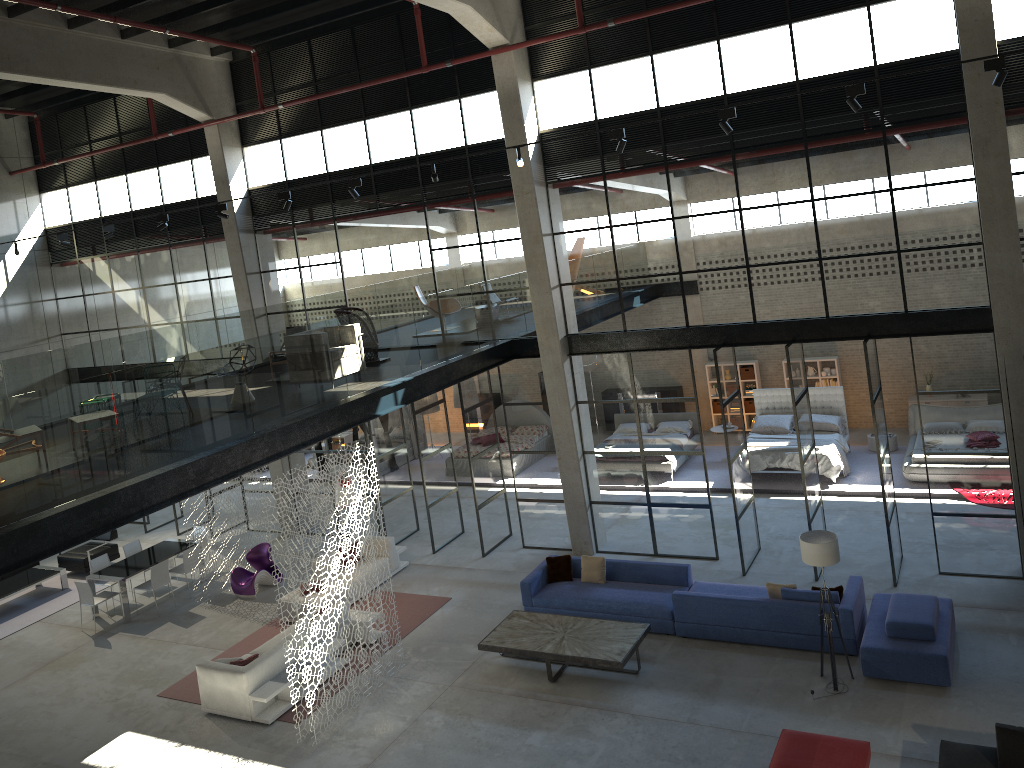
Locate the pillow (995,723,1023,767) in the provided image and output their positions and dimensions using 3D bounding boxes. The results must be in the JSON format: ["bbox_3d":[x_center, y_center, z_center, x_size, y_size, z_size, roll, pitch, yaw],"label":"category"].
[{"bbox_3d":[5.039,3.281,7.456,0.751,0.415,1.584,-13,11,-31],"label":"pillow"}]

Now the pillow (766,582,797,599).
[{"bbox_3d":[3.557,2.774,11.491,0.399,0.379,0.210,-4,5,30],"label":"pillow"}]

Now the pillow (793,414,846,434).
[{"bbox_3d":[6.450,0.803,18.410,0.973,0.289,0.705,-2,11,31],"label":"pillow"}]

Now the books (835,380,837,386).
[{"bbox_3d":[7.575,0.056,20.477,0.022,0.273,0.257,-7,6,30],"label":"books"}]

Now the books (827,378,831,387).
[{"bbox_3d":[7.445,0.027,20.555,0.055,0.339,0.257,-7,5,30],"label":"books"}]

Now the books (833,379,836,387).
[{"bbox_3d":[7.557,0.048,20.496,0.027,0.286,0.257,-7,5,30],"label":"books"}]

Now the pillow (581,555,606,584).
[{"bbox_3d":[1.224,2.792,13.193,0.399,0.379,0.210,-4,5,30],"label":"pillow"}]

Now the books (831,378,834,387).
[{"bbox_3d":[7.511,0.030,20.519,0.036,0.330,0.257,-7,5,30],"label":"books"}]

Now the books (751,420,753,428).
[{"bbox_3d":[5.919,0.961,21.566,0.076,0.198,0.151,-6,5,29],"label":"books"}]

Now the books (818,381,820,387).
[{"bbox_3d":[7.239,0.075,20.625,0.052,0.275,0.189,-7,5,30],"label":"books"}]

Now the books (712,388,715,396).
[{"bbox_3d":[5.050,0.187,21.883,0.030,0.214,0.178,-7,5,30],"label":"books"}]

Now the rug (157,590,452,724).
[{"bbox_3d":[-2.978,3.925,13.266,2.632,0.020,3.699,-2,12,29],"label":"rug"}]

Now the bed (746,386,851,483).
[{"bbox_3d":[5.749,1.033,18.095,2.205,1.407,2.360,-4,9,28],"label":"bed"}]

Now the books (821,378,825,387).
[{"bbox_3d":[7.342,0.036,20.613,0.068,0.333,0.257,-7,5,29],"label":"books"}]

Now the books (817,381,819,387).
[{"bbox_3d":[7.205,0.083,20.642,0.060,0.264,0.189,-7,5,30],"label":"books"}]

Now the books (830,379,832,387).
[{"bbox_3d":[7.486,0.035,20.534,0.020,0.317,0.257,-7,5,30],"label":"books"}]

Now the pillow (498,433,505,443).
[{"bbox_3d":[-0.606,1.354,21.382,0.874,0.211,0.641,-7,9,8],"label":"pillow"}]

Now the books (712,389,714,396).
[{"bbox_3d":[5.035,0.205,21.893,0.011,0.181,0.145,-7,5,30],"label":"books"}]

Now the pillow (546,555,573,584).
[{"bbox_3d":[0.729,2.825,13.419,0.397,0.369,0.263,-7,5,8],"label":"pillow"}]

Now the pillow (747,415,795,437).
[{"bbox_3d":[5.596,0.887,18.772,1.020,0.371,0.678,-2,10,32],"label":"pillow"}]

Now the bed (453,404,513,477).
[{"bbox_3d":[-0.311,1.297,21.649,2.018,1.270,2.385,-4,9,29],"label":"bed"}]

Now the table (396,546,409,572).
[{"bbox_3d":[-2.343,3.164,15.953,0.896,0.367,0.305,-3,7,29],"label":"table"}]

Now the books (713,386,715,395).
[{"bbox_3d":[5.063,0.165,21.873,0.033,0.260,0.178,-7,5,30],"label":"books"}]

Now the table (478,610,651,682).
[{"bbox_3d":[0.709,3.507,11.611,2.052,0.396,1.046,-2,11,29],"label":"table"}]

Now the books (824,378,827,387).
[{"bbox_3d":[7.382,0.034,20.590,0.058,0.332,0.257,-7,5,30],"label":"books"}]

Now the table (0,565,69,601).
[{"bbox_3d":[-9.531,4.027,16.626,0.896,0.404,1.837,-3,11,29],"label":"table"}]

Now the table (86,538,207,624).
[{"bbox_3d":[-6.637,3.553,16.031,0.895,0.751,1.836,-4,10,29],"label":"table"}]

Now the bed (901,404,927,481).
[{"bbox_3d":[8.714,1.083,16.830,2.229,0.917,2.604,-3,10,29],"label":"bed"}]

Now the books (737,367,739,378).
[{"bbox_3d":[5.566,-0.292,21.579,0.086,0.318,0.257,-7,5,29],"label":"books"}]

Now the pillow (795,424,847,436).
[{"bbox_3d":[6.503,0.880,18.477,0.954,0.328,0.729,-3,10,30],"label":"pillow"}]

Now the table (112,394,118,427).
[{"bbox_3d":[-5.432,0.431,11.635,0.392,0.513,0.418,-8,5,4],"label":"table"}]

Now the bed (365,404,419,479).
[{"bbox_3d":[-3.819,1.106,23.190,2.234,2.065,2.354,-4,8,29],"label":"bed"}]

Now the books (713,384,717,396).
[{"bbox_3d":[5.080,0.153,21.856,0.048,0.285,0.188,-7,4,30],"label":"books"}]

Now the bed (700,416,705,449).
[{"bbox_3d":[2.960,1.373,19.846,2.243,0.862,2.441,-3,11,29],"label":"bed"}]

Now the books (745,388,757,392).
[{"bbox_3d":[5.859,0.144,21.453,0.255,0.046,0.217,-2,11,29],"label":"books"}]

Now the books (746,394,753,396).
[{"bbox_3d":[5.870,0.222,21.455,0.255,0.071,0.217,-3,11,29],"label":"books"}]

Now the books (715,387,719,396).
[{"bbox_3d":[5.131,0.188,21.848,0.074,0.203,0.161,-6,5,30],"label":"books"}]

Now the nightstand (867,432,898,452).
[{"bbox_3d":[7.809,1.227,18.492,0.576,0.297,0.489,-4,9,26],"label":"nightstand"}]

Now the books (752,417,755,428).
[{"bbox_3d":[5.942,0.939,21.551,0.080,0.241,0.159,-6,5,29],"label":"books"}]

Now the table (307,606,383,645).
[{"bbox_3d":[-2.535,3.666,13.322,1.194,0.367,0.305,-3,7,29],"label":"table"}]

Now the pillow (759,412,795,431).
[{"bbox_3d":[5.823,0.814,18.993,1.047,0.320,0.498,-3,9,29],"label":"pillow"}]

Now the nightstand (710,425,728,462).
[{"bbox_3d":[4.706,1.319,19.274,0.601,0.695,0.608,-8,6,1],"label":"nightstand"}]

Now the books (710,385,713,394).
[{"bbox_3d":[5.001,0.167,21.908,0.019,0.259,0.178,-7,5,30],"label":"books"}]

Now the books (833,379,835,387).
[{"bbox_3d":[7.545,0.048,20.523,0.020,0.279,0.257,-7,6,30],"label":"books"}]

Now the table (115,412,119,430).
[{"bbox_3d":[-5.167,0.588,10.889,0.478,0.392,0.631,-13,9,-35],"label":"table"}]

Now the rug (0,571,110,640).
[{"bbox_3d":[-9.307,4.188,16.711,2.396,0.025,3.456,-2,12,29],"label":"rug"}]

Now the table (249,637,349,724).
[{"bbox_3d":[-2.837,3.980,11.820,0.298,0.366,1.599,-5,10,29],"label":"table"}]

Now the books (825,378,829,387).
[{"bbox_3d":[7.426,0.028,20.587,0.064,0.332,0.257,-7,5,29],"label":"books"}]

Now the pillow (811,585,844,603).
[{"bbox_3d":[4.053,2.750,11.265,0.397,0.369,0.263,-7,5,8],"label":"pillow"}]

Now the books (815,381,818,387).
[{"bbox_3d":[7.169,0.080,20.655,0.088,0.274,0.189,-6,5,29],"label":"books"}]
